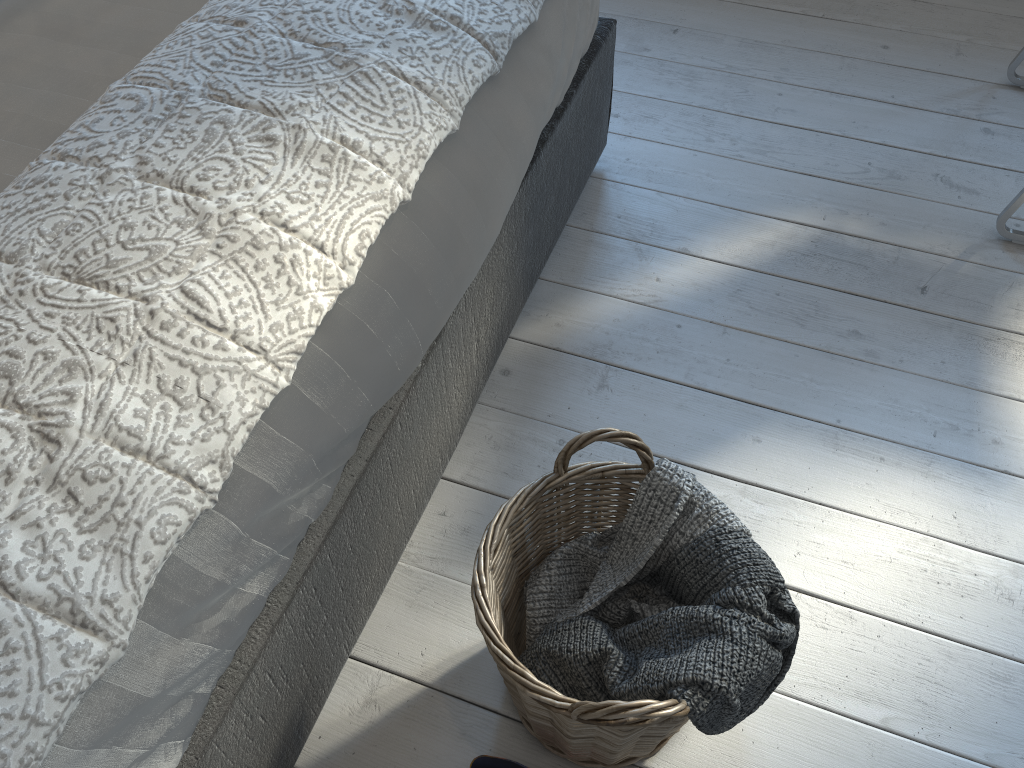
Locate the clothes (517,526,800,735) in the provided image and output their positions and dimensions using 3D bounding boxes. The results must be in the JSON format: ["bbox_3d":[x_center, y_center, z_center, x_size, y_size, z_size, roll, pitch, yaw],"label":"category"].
[{"bbox_3d":[0.170,0.303,1.057,0.297,0.272,0.244,17,54,14],"label":"clothes"}]

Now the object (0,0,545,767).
[{"bbox_3d":[-0.295,-0.279,1.028,0.404,0.105,1.449,16,54,13],"label":"object"}]

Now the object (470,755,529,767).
[{"bbox_3d":[0.058,0.499,1.060,0.222,0.123,0.082,16,54,13],"label":"object"}]

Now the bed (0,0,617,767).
[{"bbox_3d":[-1.081,-0.488,1.255,2.174,1.056,1.873,16,54,13],"label":"bed"}]

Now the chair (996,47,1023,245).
[{"bbox_3d":[1.260,-0.669,1.508,0.524,0.804,0.558,16,54,13],"label":"chair"}]

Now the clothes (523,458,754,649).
[{"bbox_3d":[0.147,0.280,1.094,0.282,0.291,0.233,-25,56,-17],"label":"clothes"}]

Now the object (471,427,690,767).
[{"bbox_3d":[0.116,0.289,1.074,0.318,0.354,0.317,-32,58,-21],"label":"object"}]
